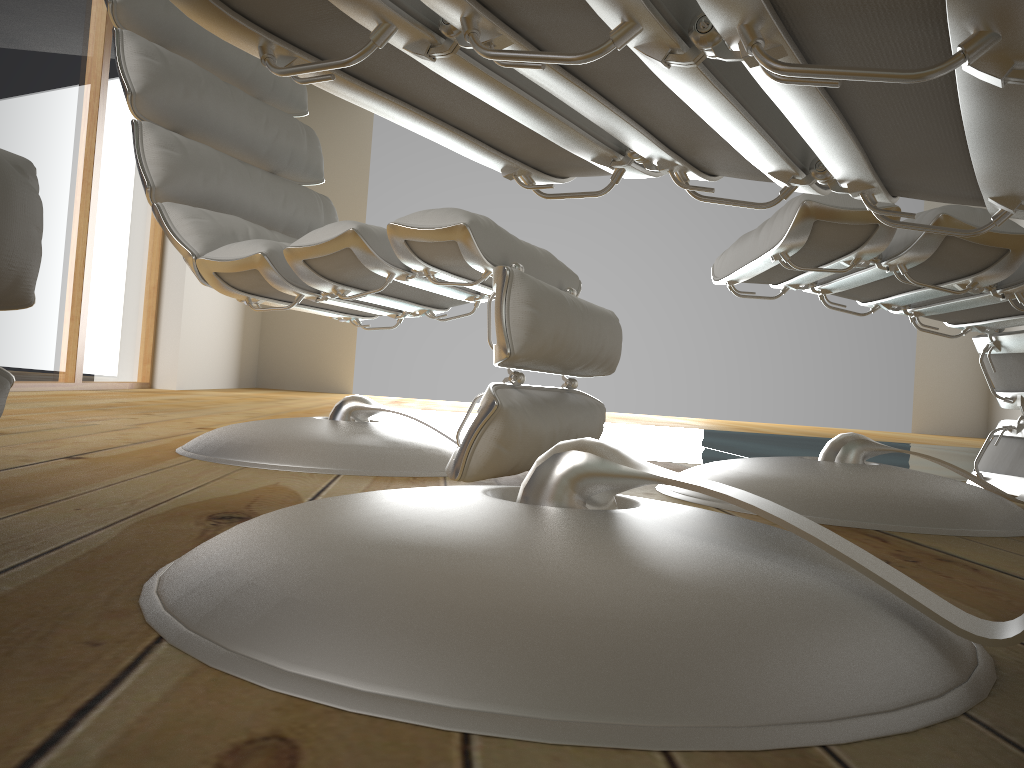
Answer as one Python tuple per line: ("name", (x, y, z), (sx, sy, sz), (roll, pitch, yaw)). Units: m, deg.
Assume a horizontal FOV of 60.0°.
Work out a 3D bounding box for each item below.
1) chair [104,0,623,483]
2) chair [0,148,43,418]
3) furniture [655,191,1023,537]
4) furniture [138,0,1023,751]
("chair", (-0.278, -0.357, 1.563), (0.914, 0.970, 0.569), (4, -2, 20))
("chair", (-0.813, -0.399, 0.498), (0.914, 0.970, 0.569), (4, -2, 5))
("furniture", (0.580, -0.031, 1.357), (0.686, 0.440, 0.569), (4, -1, 2))
("furniture", (0.106, -0.068, 0.604), (0.686, 0.440, 0.569), (4, -1, 31))
